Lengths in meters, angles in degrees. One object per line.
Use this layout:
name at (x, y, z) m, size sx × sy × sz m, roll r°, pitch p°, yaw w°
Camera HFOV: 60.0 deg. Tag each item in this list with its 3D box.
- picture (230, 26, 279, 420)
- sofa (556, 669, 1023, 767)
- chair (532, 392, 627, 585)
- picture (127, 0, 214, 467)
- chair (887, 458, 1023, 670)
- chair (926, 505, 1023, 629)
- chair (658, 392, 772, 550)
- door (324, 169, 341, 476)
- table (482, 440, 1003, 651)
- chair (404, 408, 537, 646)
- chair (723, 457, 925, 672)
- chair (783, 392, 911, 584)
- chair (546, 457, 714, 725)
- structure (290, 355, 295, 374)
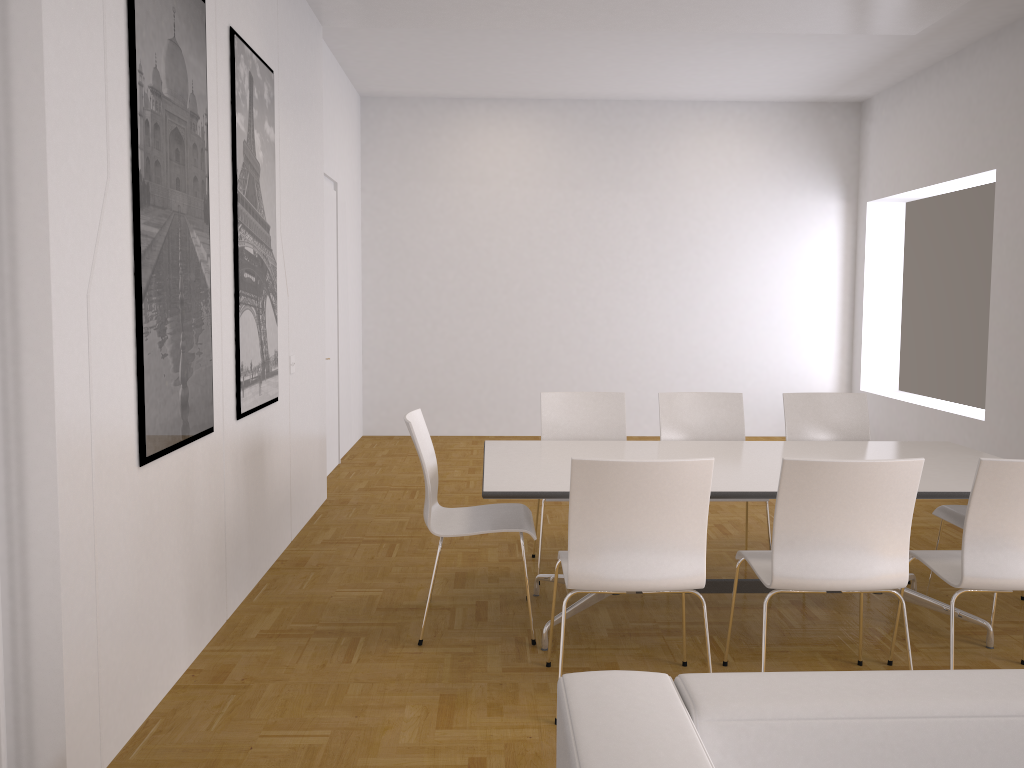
picture at (-1.271, -0.755, 4.431) m, size 0.016 × 1.777 × 0.788 m, roll 0°, pitch 4°, yaw -1°
sofa at (1.389, 0.917, 1.088) m, size 2.622 × 0.847 × 0.824 m, roll 0°, pitch 5°, yaw -1°
chair at (0.398, 0.533, 4.748) m, size 0.561 × 0.930 × 0.576 m, roll 0°, pitch 5°, yaw -1°
picture at (-1.245, -0.646, 3.293) m, size 0.013 × 1.777 × 0.788 m, roll 0°, pitch 4°, yaw -1°
chair at (1.785, 0.687, 3.229) m, size 0.561 × 0.930 × 0.576 m, roll 0°, pitch 5°, yaw -1°
chair at (2.297, 0.616, 4.002) m, size 0.575 × 0.930 × 0.562 m, roll 0°, pitch 5°, yaw -1°
chair at (1.059, 0.536, 4.764) m, size 0.561 × 0.930 × 0.576 m, roll 0°, pitch 5°, yaw -1°
door at (-1.514, -0.485, 7.254) m, size 0.132 × 2.449 × 0.873 m, roll 0°, pitch 4°, yaw -1°
table at (1.075, 0.710, 3.996) m, size 2.411 × 0.721 × 1.213 m, roll 0°, pitch 5°, yaw -1°
chair at (-0.189, 0.600, 3.939) m, size 0.575 × 0.930 × 0.562 m, roll 0°, pitch 5°, yaw -1°
chair at (1.124, 0.685, 3.212) m, size 0.561 × 0.930 × 0.576 m, roll 0°, pitch 5°, yaw -1°
chair at (1.760, 0.538, 4.782) m, size 0.561 × 0.930 × 0.576 m, roll 0°, pitch 5°, yaw -1°
chair at (0.423, 0.682, 3.195) m, size 0.561 × 0.930 × 0.576 m, roll 0°, pitch 5°, yaw -1°
structure at (-1.302, -0.117, 5.260) m, size 0.013 × 0.104 × 0.114 m, roll 0°, pitch 5°, yaw -1°
